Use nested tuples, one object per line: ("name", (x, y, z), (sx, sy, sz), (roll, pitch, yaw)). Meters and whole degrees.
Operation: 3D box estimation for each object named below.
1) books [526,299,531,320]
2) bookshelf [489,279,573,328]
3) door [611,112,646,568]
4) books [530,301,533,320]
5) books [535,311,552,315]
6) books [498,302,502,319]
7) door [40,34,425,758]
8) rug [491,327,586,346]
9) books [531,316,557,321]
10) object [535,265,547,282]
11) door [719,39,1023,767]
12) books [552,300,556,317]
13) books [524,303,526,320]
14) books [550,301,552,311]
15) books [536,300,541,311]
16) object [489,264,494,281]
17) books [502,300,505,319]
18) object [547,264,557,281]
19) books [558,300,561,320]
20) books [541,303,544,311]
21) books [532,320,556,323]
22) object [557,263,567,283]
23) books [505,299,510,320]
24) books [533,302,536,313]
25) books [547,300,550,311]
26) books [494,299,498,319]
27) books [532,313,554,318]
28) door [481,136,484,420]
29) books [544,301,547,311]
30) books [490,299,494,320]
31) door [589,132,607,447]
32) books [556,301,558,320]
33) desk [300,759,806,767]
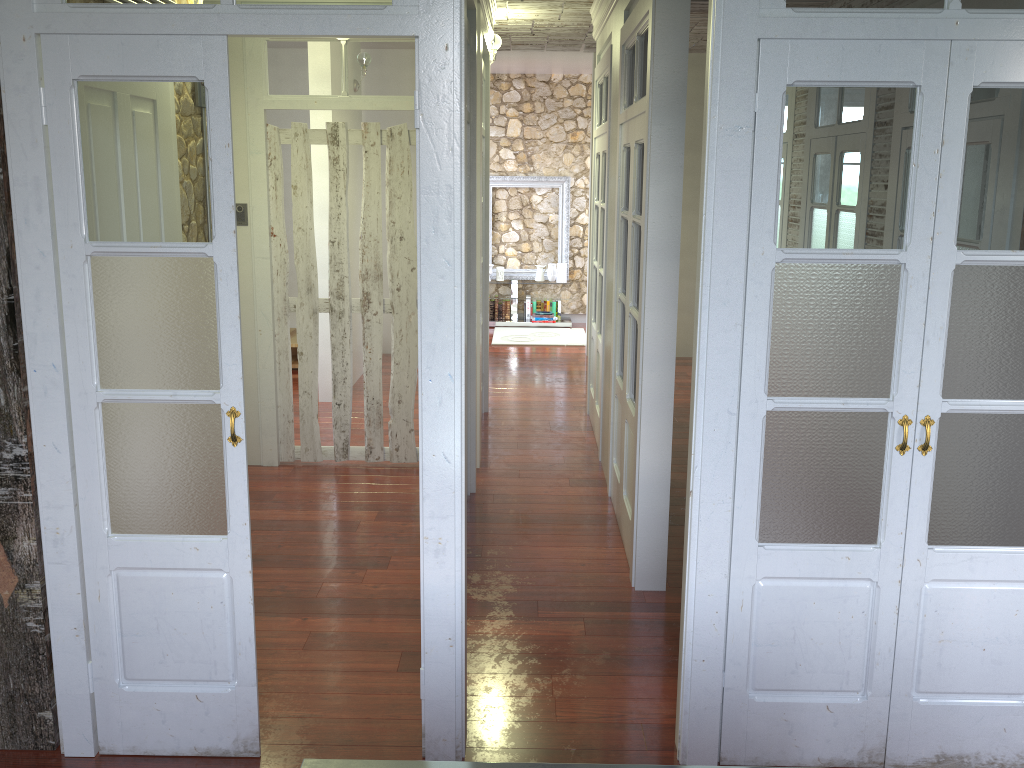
("books", (0.199, -0.935, 10.878), (0.053, 0.266, 0.178), (1, 11, 1))
("bookshelf", (0.026, -0.990, 10.822), (1.400, 0.544, 0.404), (1, 11, 1))
("door", (0.585, -0.249, 4.392), (0.041, 2.065, 1.088), (1, 11, 1))
("books", (0.239, -0.904, 10.881), (0.026, 0.204, 0.163), (1, 11, 1))
("books", (0.383, -0.852, 10.662), (0.204, 0.023, 0.145), (1, 13, 1))
("books", (-0.145, -0.898, 10.874), (0.048, 0.190, 0.145), (1, 11, 1))
("door", (-0.678, 0.101, 2.652), (1.189, 2.160, 0.486), (-5, 12, -25))
("rug", (0.319, -0.546, 10.100), (1.067, 0.016, 1.079), (1, 13, 1))
("books", (0.382, -0.797, 10.670), (0.284, 0.031, 0.199), (-3, 14, -14))
("object", (0.345, -1.345, 10.728), (0.116, 0.192, 0.137), (7, 13, 30))
("door", (1.170, 0.132, 2.585), (1.057, 2.158, 0.041), (1, 10, 1))
("books", (0.513, -0.910, 10.881), (0.045, 0.220, 0.176), (1, 11, 1))
("books", (0.158, -0.905, 10.881), (0.027, 0.204, 0.163), (1, 11, 1))
("books", (0.474, -0.915, 10.874), (0.034, 0.232, 0.185), (1, 11, 1))
("books", (0.325, -0.913, 10.874), (0.057, 0.226, 0.173), (1, 11, 1))
("object", (-0.305, -1.340, 10.686), (0.173, 0.191, 0.173), (1, 12, 1))
("books", (-0.101, -0.917, 10.886), (0.038, 0.221, 0.161), (1, 11, 1))
("object", (0.483, -1.348, 10.716), (0.115, 0.207, 0.113), (10, 14, 40))
("books", (0.577, -0.913, 10.868), (0.034, 0.232, 0.185), (1, 11, 1))
("books", (0.373, -0.906, 10.880), (0.037, 0.212, 0.170), (1, 11, 1))
("books", (0.382, -0.766, 10.676), (0.284, 0.032, 0.199), (1, 13, 1))
("object", (0.595, -1.328, 10.594), (0.118, 0.225, 0.074), (1, 11, 1))
("books", (-0.055, -0.918, 10.882), (0.057, 0.226, 0.173), (1, 11, 1))
("books", (0.275, -0.916, 10.897), (0.045, 0.220, 0.176), (1, 11, 1))
("books", (0.441, -0.914, 10.870), (0.034, 0.232, 0.185), (1, 11, 1))
("books", (-0.191, -0.936, 10.862), (0.044, 0.267, 0.141), (1, 11, 1))
("books", (0.378, -0.827, 10.668), (0.254, 0.030, 0.176), (2, 13, 6))
("door", (-0.242, -0.672, 6.152), (0.041, 2.065, 1.088), (1, 11, 1))
("books", (0.408, -0.915, 10.875), (0.034, 0.232, 0.185), (1, 11, 1))
("books", (-0.242, -0.921, 10.884), (0.057, 0.227, 0.191), (1, 12, 1))
("door", (0.611, -0.662, 6.141), (0.041, 2.065, 1.088), (1, 11, 1))
("books", (0.548, -0.912, 10.872), (0.026, 0.229, 0.161), (1, 11, 1))
("desk", (0.425, 1.247, 1.111), (1.712, 0.647, 1.461), (1, 13, 1))
